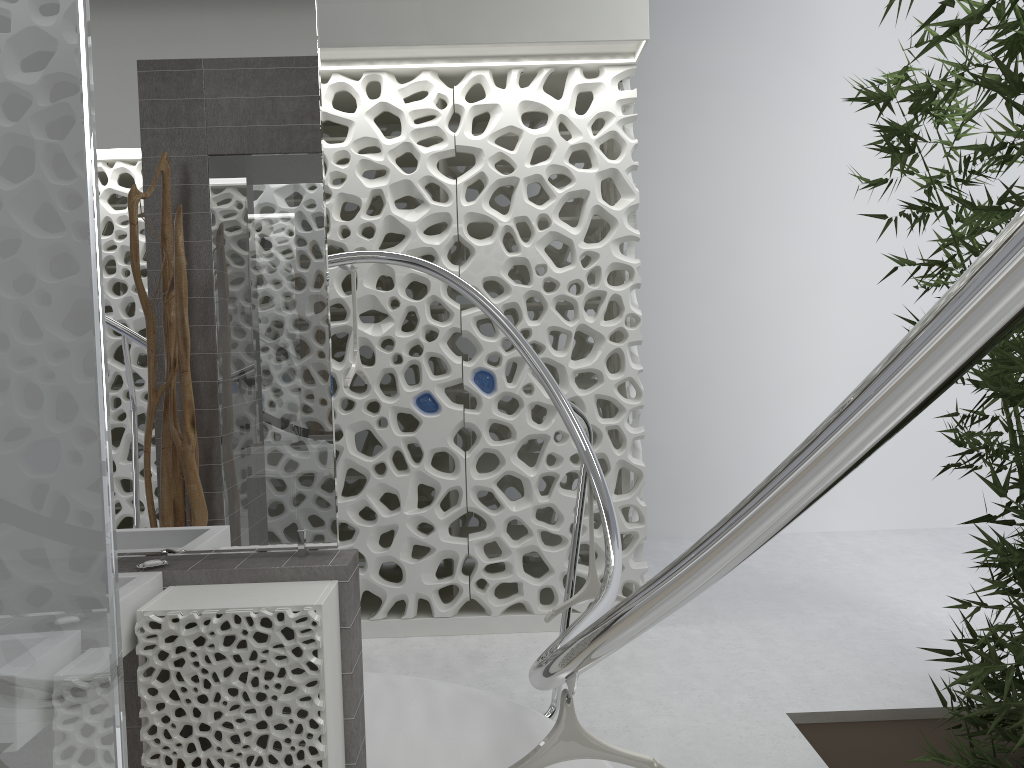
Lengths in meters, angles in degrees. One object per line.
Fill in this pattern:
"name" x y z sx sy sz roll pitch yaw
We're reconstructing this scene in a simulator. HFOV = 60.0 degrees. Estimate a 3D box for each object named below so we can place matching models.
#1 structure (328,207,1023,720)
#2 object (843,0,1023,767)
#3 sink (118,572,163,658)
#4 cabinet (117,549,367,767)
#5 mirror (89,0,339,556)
"structure" -2.050 0.567 1.603 5.250 2.080 5.433 -2 3 -6
"object" 1.483 -0.447 1.250 4.664 4.038 4.097 -4 3 -42
"sink" -1.310 0.699 2.371 0.650 0.598 0.478 -2 3 -1
"cabinet" -1.055 0.950 2.505 1.200 0.870 0.461 -2 3 -1
"mirror" -1.102 -0.480 2.615 1.100 1.980 0.030 -2 3 -1
